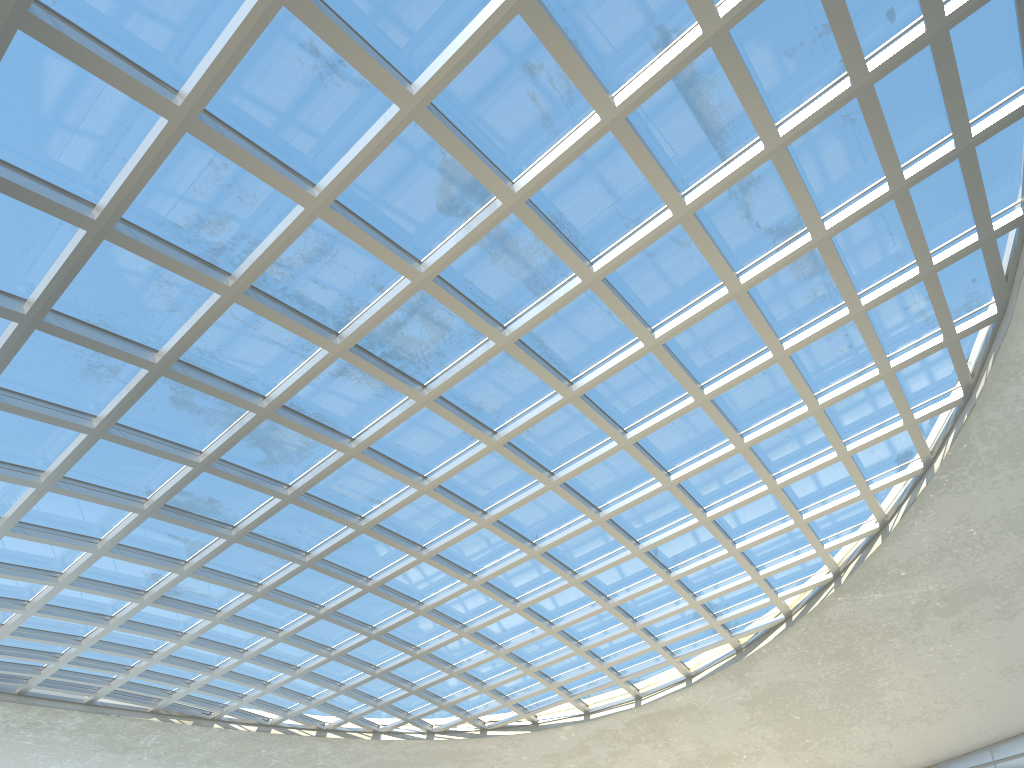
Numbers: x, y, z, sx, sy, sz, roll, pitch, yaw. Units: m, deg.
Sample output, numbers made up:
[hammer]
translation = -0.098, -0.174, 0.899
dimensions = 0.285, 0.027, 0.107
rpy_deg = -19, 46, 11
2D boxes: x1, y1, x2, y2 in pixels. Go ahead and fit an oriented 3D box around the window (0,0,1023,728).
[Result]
[window]
translation = -11.233, 11.654, 49.170
dimensions = 84.603, 9.528, 86.521
rpy_deg = -29, -44, 27
